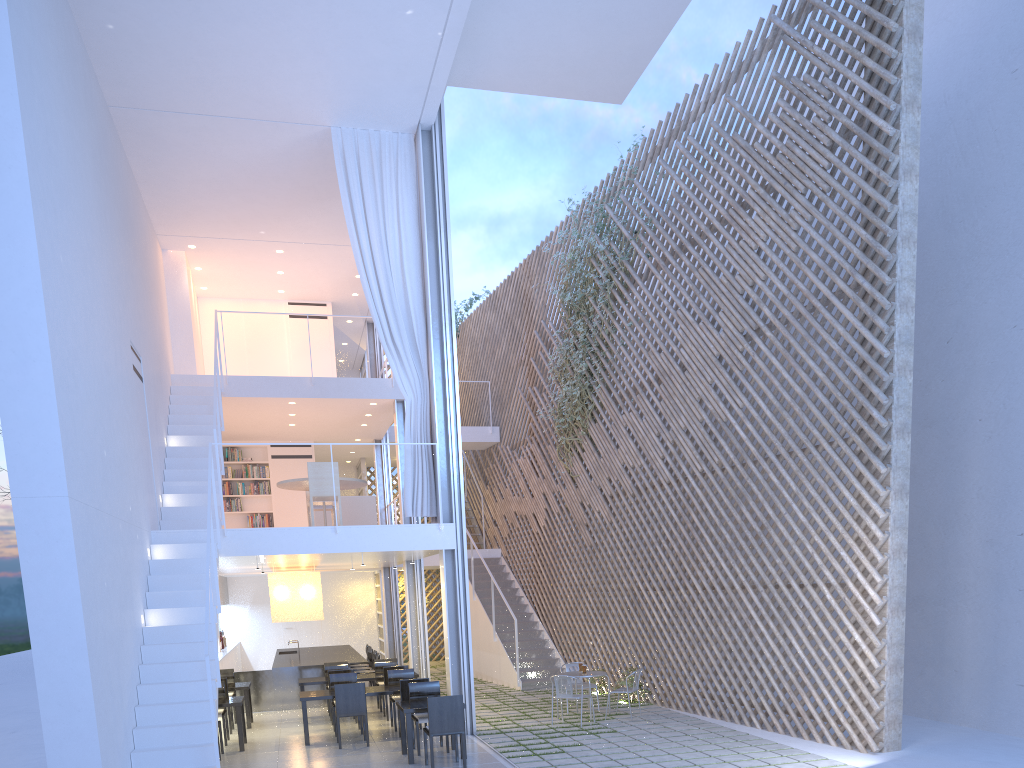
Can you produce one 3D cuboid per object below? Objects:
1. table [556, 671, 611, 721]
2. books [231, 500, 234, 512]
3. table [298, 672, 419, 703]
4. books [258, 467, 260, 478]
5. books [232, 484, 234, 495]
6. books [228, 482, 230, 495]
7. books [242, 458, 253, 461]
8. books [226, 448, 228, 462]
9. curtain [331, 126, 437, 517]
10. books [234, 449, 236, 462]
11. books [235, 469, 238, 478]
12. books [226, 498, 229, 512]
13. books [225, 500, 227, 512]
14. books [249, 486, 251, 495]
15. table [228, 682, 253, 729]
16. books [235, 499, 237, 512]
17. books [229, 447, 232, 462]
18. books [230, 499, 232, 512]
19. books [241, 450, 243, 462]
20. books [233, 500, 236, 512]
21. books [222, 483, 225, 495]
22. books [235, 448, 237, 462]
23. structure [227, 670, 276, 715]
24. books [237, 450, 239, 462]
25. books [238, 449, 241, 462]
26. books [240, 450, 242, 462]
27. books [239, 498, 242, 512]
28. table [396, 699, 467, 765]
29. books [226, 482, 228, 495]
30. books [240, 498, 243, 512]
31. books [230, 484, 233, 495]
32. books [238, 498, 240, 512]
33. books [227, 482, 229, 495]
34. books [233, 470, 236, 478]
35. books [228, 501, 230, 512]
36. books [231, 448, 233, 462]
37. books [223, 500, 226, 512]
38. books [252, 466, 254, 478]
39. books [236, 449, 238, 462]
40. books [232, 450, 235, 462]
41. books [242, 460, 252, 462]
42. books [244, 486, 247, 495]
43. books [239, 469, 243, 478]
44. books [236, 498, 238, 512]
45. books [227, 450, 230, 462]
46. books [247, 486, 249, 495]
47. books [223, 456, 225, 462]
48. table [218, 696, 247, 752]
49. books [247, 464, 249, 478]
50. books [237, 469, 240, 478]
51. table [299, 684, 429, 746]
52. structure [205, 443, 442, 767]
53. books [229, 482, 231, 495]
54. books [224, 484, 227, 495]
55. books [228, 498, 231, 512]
[{"bbox_3d":[0.520,2.278,6.023,0.352,0.335,0.346,-5,-4,37],"label":"table"},{"bbox_3d":[-2.907,1.275,8.568,0.015,0.125,0.092,-5,1,-16],"label":"books"},{"bbox_3d":[-1.208,2.478,6.523,0.913,0.332,0.355,0,-4,-14],"label":"table"},{"bbox_3d":[-2.640,0.933,8.600,0.006,0.121,0.080,-5,2,-16],"label":"books"},{"bbox_3d":[-2.904,1.101,8.555,0.006,0.130,0.071,-5,4,-16],"label":"books"},{"bbox_3d":[-2.936,1.091,8.540,0.008,0.146,0.083,-5,3,-16],"label":"books"},{"bbox_3d":[-2.748,0.782,8.549,0.094,0.021,0.064,-1,-12,-9],"label":"books"},{"bbox_3d":[-2.943,0.740,8.494,0.026,0.144,0.078,-5,4,-16],"label":"books"},{"bbox_3d":[-0.785,-0.343,5.155,0.511,2.448,0.094,-5,9,-17],"label":"curtain"},{"bbox_3d":[-2.860,0.747,8.507,0.005,0.129,0.095,-5,1,-16],"label":"books"},{"bbox_3d":[-2.863,0.941,8.551,0.040,0.102,0.062,-4,3,-15],"label":"books"},{"bbox_3d":[-2.956,1.260,8.556,0.015,0.154,0.086,-5,3,-16],"label":"books"},{"bbox_3d":[-2.970,1.273,8.554,0.015,0.127,0.088,-5,2,-16],"label":"books"},{"bbox_3d":[-2.737,1.119,8.604,0.020,0.100,0.062,-5,3,-16],"label":"books"},{"bbox_3d":[-2.171,2.460,6.277,0.358,0.333,0.355,-2,-3,-15],"label":"table"},{"bbox_3d":[-2.877,1.270,8.574,0.008,0.135,0.095,-5,2,-16],"label":"books"},{"bbox_3d":[-2.908,0.735,8.498,0.015,0.154,0.086,-5,3,-16],"label":"books"},{"bbox_3d":[-2.924,1.267,8.570,0.015,0.143,0.078,-5,4,-16],"label":"books"},{"bbox_3d":[-2.803,0.751,8.534,0.006,0.130,0.071,-5,4,-16],"label":"books"},{"bbox_3d":[-2.891,1.277,8.576,0.018,0.122,0.085,-5,2,-16],"label":"books"},{"bbox_3d":[-2.989,1.099,8.534,0.020,0.132,0.069,-5,4,-16],"label":"books"},{"bbox_3d":[-2.854,0.739,8.511,0.009,0.147,0.089,-5,3,-16],"label":"books"},{"bbox_3d":[-2.305,2.614,6.967,0.554,0.375,0.011,-1,8,-14],"label":"structure"},{"bbox_3d":[-2.832,0.750,8.516,0.015,0.125,0.092,-5,1,-16],"label":"books"},{"bbox_3d":[-2.817,0.748,8.519,0.015,0.129,0.095,-5,1,-16],"label":"books"},{"bbox_3d":[-2.807,0.752,8.524,0.006,0.122,0.090,-5,1,-16],"label":"books"},{"bbox_3d":[-2.837,1.266,8.588,0.011,0.146,0.085,-5,3,-16],"label":"books"},{"bbox_3d":[-0.472,2.036,4.844,0.358,0.333,0.355,-2,-3,-15],"label":"table"},{"bbox_3d":[-2.954,1.092,8.533,0.010,0.142,0.088,-5,3,-16],"label":"books"},{"bbox_3d":[-2.822,1.267,8.593,0.020,0.147,0.083,-5,3,-16],"label":"books"},{"bbox_3d":[-2.912,1.101,8.543,0.015,0.125,0.092,-5,1,-16],"label":"books"},{"bbox_3d":[-2.847,1.268,8.584,0.010,0.142,0.088,-5,3,-16],"label":"books"},{"bbox_3d":[-2.944,1.090,8.534,0.009,0.147,0.089,-5,3,-16],"label":"books"},{"bbox_3d":[-2.884,0.941,8.548,0.040,0.102,0.062,-4,3,-15],"label":"books"},{"bbox_3d":[-2.945,1.278,8.565,0.006,0.121,0.080,-5,2,-16],"label":"books"},{"bbox_3d":[-2.888,0.741,8.503,0.010,0.142,0.088,-5,3,-16],"label":"books"},{"bbox_3d":[-2.987,1.274,8.548,0.020,0.124,0.092,-5,1,-16],"label":"books"},{"bbox_3d":[-2.702,0.923,8.575,0.008,0.135,0.095,-5,2,-16],"label":"books"},{"bbox_3d":[-2.844,0.745,8.511,0.008,0.135,0.095,-5,2,-16],"label":"books"},{"bbox_3d":[-2.873,0.752,8.510,0.018,0.122,0.085,-5,2,-16],"label":"books"},{"bbox_3d":[-2.751,0.805,8.556,0.094,0.021,0.064,1,-12,-14],"label":"books"},{"bbox_3d":[-2.778,1.119,8.594,0.020,0.100,0.062,-5,3,-16],"label":"books"},{"bbox_3d":[-2.821,0.942,8.563,0.040,0.102,0.062,-4,3,-15],"label":"books"},{"bbox_3d":[-2.863,1.265,8.579,0.009,0.147,0.089,-5,3,-16],"label":"books"},{"bbox_3d":[-2.922,0.748,8.495,0.015,0.127,0.088,-5,2,-16],"label":"books"},{"bbox_3d":[-2.757,1.119,8.599,0.020,0.100,0.062,-5,3,-16],"label":"books"},{"bbox_3d":[-2.980,0.739,8.482,0.024,0.146,0.083,-5,3,-16],"label":"books"},{"bbox_3d":[-1.931,2.231,5.380,0.358,0.333,0.355,-2,-3,-15],"label":"table"},{"bbox_3d":[-2.745,0.915,8.569,0.011,0.155,0.081,-5,4,-16],"label":"books"},{"bbox_3d":[-2.842,0.942,8.558,0.040,0.102,0.062,-4,3,-15],"label":"books"},{"bbox_3d":[-0.969,2.249,5.626,0.913,0.332,0.355,0,-4,-14],"label":"table"},{"bbox_3d":[-0.915,1.090,4.482,1.359,1.801,1.443,-3,0,-15],"label":"structure"},{"bbox_3d":[-2.926,1.091,8.541,0.011,0.146,0.085,-5,3,-16],"label":"books"},{"bbox_3d":[-2.967,1.102,8.533,0.018,0.122,0.085,-5,2,-16],"label":"books"},{"bbox_3d":[-2.937,1.261,8.564,0.011,0.155,0.081,-5,4,-16],"label":"books"}]
